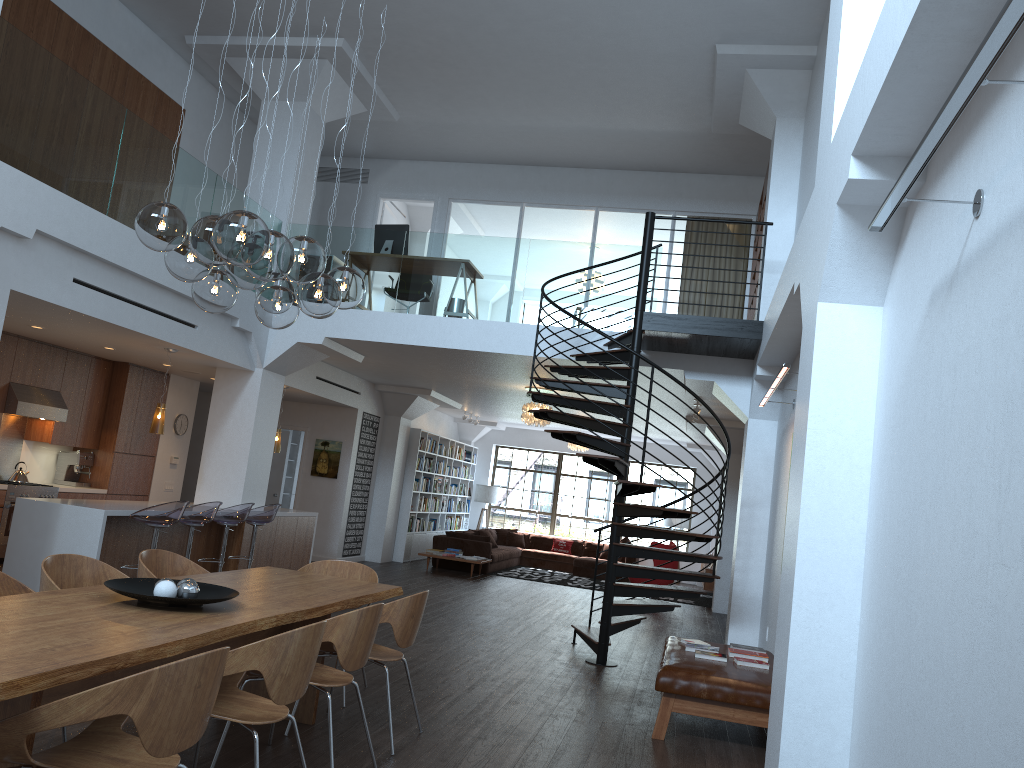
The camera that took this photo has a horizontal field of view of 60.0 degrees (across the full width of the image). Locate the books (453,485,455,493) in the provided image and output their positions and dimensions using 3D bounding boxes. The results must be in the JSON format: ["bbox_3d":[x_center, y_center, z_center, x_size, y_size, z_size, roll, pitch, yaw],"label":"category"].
[{"bbox_3d":[-1.303,2.254,18.917,0.127,0.200,0.020,6,-7,12],"label":"books"}]

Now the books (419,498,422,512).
[{"bbox_3d":[-1.792,2.271,16.720,0.171,0.246,0.057,6,-7,12],"label":"books"}]

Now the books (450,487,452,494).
[{"bbox_3d":[-1.338,2.244,18.684,0.110,0.153,0.018,6,-7,12],"label":"books"}]

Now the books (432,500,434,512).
[{"bbox_3d":[-1.636,2.381,17.465,0.183,0.253,0.034,6,-7,12],"label":"books"}]

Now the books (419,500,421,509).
[{"bbox_3d":[-1.799,2.279,16.627,0.144,0.207,0.048,6,-7,12],"label":"books"}]

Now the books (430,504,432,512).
[{"bbox_3d":[-1.652,2.367,17.359,0.160,0.250,0.026,6,-7,12],"label":"books"}]

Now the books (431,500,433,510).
[{"bbox_3d":[-1.646,2.384,17.381,0.161,0.223,0.026,6,-7,12],"label":"books"}]

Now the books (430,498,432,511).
[{"bbox_3d":[-1.673,2.342,17.319,0.198,0.284,0.066,6,-7,12],"label":"books"}]

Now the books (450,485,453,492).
[{"bbox_3d":[-1.325,2.234,18.806,0.140,0.206,0.042,6,-7,12],"label":"books"}]

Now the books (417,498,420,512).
[{"bbox_3d":[-1.827,2.243,16.538,0.189,0.247,0.057,6,-7,12],"label":"books"}]

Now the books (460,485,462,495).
[{"bbox_3d":[-1.192,2.326,19.474,0.161,0.223,0.032,6,-7,12],"label":"books"}]

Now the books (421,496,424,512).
[{"bbox_3d":[-1.775,2.261,16.804,0.176,0.290,0.053,6,-7,12],"label":"books"}]

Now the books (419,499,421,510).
[{"bbox_3d":[-1.804,2.267,16.675,0.159,0.241,0.038,6,-7,12],"label":"books"}]

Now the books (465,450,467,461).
[{"bbox_3d":[-1.100,1.582,19.649,0.183,0.253,0.042,6,-7,12],"label":"books"}]

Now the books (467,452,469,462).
[{"bbox_3d":[-1.061,1.608,19.818,0.183,0.253,0.042,6,-7,12],"label":"books"}]

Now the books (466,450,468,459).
[{"bbox_3d":[-1.091,1.589,19.692,0.183,0.253,0.042,6,-7,12],"label":"books"}]

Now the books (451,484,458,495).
[{"bbox_3d":[-1.251,2.276,19.166,0.140,0.231,0.042,6,-7,12],"label":"books"}]

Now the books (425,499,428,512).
[{"bbox_3d":[-1.723,2.316,17.034,0.183,0.253,0.034,6,-7,12],"label":"books"}]

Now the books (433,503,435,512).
[{"bbox_3d":[-1.620,2.396,17.540,0.171,0.246,0.057,6,-7,12],"label":"books"}]

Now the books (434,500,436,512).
[{"bbox_3d":[-1.612,2.410,17.616,0.174,0.240,0.045,6,-7,12],"label":"books"}]

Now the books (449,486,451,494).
[{"bbox_3d":[-1.362,2.219,18.605,0.128,0.178,0.020,6,-7,12],"label":"books"}]

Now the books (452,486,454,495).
[{"bbox_3d":[-1.314,2.248,18.844,0.139,0.191,0.036,6,-7,12],"label":"books"}]

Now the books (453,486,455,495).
[{"bbox_3d":[-1.294,2.269,18.935,0.128,0.178,0.022,6,-7,12],"label":"books"}]

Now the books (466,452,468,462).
[{"bbox_3d":[-1.085,1.595,19.734,0.183,0.253,0.042,6,-7,12],"label":"books"}]

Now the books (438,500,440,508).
[{"bbox_3d":[-1.564,2.447,17.868,0.174,0.240,0.045,6,-7,12],"label":"books"}]

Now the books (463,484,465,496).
[{"bbox_3d":[-1.147,2.351,19.745,0.183,0.253,0.042,6,-7,12],"label":"books"}]

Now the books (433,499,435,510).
[{"bbox_3d":[-1.626,2.386,17.496,0.183,0.253,0.034,6,-7,12],"label":"books"}]

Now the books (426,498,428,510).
[{"bbox_3d":[-1.721,2.320,17.068,0.183,0.253,0.034,6,-7,12],"label":"books"}]

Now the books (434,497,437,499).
[{"bbox_3d":[-1.593,2.396,17.690,0.176,0.290,0.036,6,-7,12],"label":"books"}]

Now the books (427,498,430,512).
[{"bbox_3d":[-1.697,2.335,17.167,0.183,0.253,0.034,6,-7,12],"label":"books"}]

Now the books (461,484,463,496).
[{"bbox_3d":[-1.180,2.330,19.585,0.171,0.246,0.039,6,-7,12],"label":"books"}]

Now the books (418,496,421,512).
[{"bbox_3d":[-1.797,2.228,16.587,0.140,0.298,0.044,6,-7,12],"label":"books"}]

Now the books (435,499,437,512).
[{"bbox_3d":[-1.593,2.410,17.653,0.183,0.253,0.034,6,-7,12],"label":"books"}]

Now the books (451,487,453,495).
[{"bbox_3d":[-1.317,2.251,18.767,0.107,0.167,0.016,6,-7,12],"label":"books"}]

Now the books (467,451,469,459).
[{"bbox_3d":[-1.074,1.601,19.776,0.183,0.253,0.042,6,-7,12],"label":"books"}]

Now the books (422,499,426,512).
[{"bbox_3d":[-1.748,2.302,16.922,0.171,0.246,0.057,6,-7,12],"label":"books"}]

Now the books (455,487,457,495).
[{"bbox_3d":[-1.261,2.297,19.077,0.120,0.167,0.020,6,-7,12],"label":"books"}]

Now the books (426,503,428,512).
[{"bbox_3d":[-1.721,2.332,17.106,0.174,0.240,0.045,6,-7,12],"label":"books"}]

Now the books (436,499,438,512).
[{"bbox_3d":[-1.584,2.418,17.735,0.180,0.259,0.060,6,-7,12],"label":"books"}]

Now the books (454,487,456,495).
[{"bbox_3d":[-1.275,2.286,19.024,0.109,0.171,0.018,6,-7,12],"label":"books"}]

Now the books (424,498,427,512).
[{"bbox_3d":[-1.734,2.310,17.003,0.183,0.253,0.034,6,-7,12],"label":"books"}]

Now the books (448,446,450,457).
[{"bbox_3d":[-1.377,1.369,18.219,0.183,0.253,0.042,6,-7,12],"label":"books"}]

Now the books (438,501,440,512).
[{"bbox_3d":[-1.548,2.462,17.899,0.161,0.223,0.026,6,-7,12],"label":"books"}]

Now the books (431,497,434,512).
[{"bbox_3d":[-1.643,2.356,17.425,0.176,0.290,0.053,6,-7,12],"label":"books"}]

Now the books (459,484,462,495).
[{"bbox_3d":[-1.210,2.307,19.402,0.174,0.240,0.054,6,-7,12],"label":"books"}]

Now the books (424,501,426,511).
[{"bbox_3d":[-1.745,2.316,16.968,0.168,0.231,0.037,6,-7,12],"label":"books"}]

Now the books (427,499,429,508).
[{"bbox_3d":[-1.705,2.332,17.139,0.160,0.250,0.026,6,-7,12],"label":"books"}]

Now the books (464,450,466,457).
[{"bbox_3d":[-1.114,1.575,19.608,0.183,0.253,0.042,6,-7,12],"label":"books"}]

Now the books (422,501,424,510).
[{"bbox_3d":[-1.780,2.296,16.877,0.174,0.240,0.045,6,-7,12],"label":"books"}]

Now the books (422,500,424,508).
[{"bbox_3d":[-1.770,2.300,16.838,0.161,0.223,0.026,6,-7,12],"label":"books"}]

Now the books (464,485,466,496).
[{"bbox_3d":[-1.131,2.373,19.832,0.174,0.236,0.142,6,-7,12],"label":"books"}]

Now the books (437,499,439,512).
[{"bbox_3d":[-1.571,2.435,17.831,0.183,0.253,0.034,6,-7,12],"label":"books"}]

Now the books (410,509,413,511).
[{"bbox_3d":[-1.928,2.299,16.216,0.197,0.035,0.284,7,-7,2],"label":"books"}]
